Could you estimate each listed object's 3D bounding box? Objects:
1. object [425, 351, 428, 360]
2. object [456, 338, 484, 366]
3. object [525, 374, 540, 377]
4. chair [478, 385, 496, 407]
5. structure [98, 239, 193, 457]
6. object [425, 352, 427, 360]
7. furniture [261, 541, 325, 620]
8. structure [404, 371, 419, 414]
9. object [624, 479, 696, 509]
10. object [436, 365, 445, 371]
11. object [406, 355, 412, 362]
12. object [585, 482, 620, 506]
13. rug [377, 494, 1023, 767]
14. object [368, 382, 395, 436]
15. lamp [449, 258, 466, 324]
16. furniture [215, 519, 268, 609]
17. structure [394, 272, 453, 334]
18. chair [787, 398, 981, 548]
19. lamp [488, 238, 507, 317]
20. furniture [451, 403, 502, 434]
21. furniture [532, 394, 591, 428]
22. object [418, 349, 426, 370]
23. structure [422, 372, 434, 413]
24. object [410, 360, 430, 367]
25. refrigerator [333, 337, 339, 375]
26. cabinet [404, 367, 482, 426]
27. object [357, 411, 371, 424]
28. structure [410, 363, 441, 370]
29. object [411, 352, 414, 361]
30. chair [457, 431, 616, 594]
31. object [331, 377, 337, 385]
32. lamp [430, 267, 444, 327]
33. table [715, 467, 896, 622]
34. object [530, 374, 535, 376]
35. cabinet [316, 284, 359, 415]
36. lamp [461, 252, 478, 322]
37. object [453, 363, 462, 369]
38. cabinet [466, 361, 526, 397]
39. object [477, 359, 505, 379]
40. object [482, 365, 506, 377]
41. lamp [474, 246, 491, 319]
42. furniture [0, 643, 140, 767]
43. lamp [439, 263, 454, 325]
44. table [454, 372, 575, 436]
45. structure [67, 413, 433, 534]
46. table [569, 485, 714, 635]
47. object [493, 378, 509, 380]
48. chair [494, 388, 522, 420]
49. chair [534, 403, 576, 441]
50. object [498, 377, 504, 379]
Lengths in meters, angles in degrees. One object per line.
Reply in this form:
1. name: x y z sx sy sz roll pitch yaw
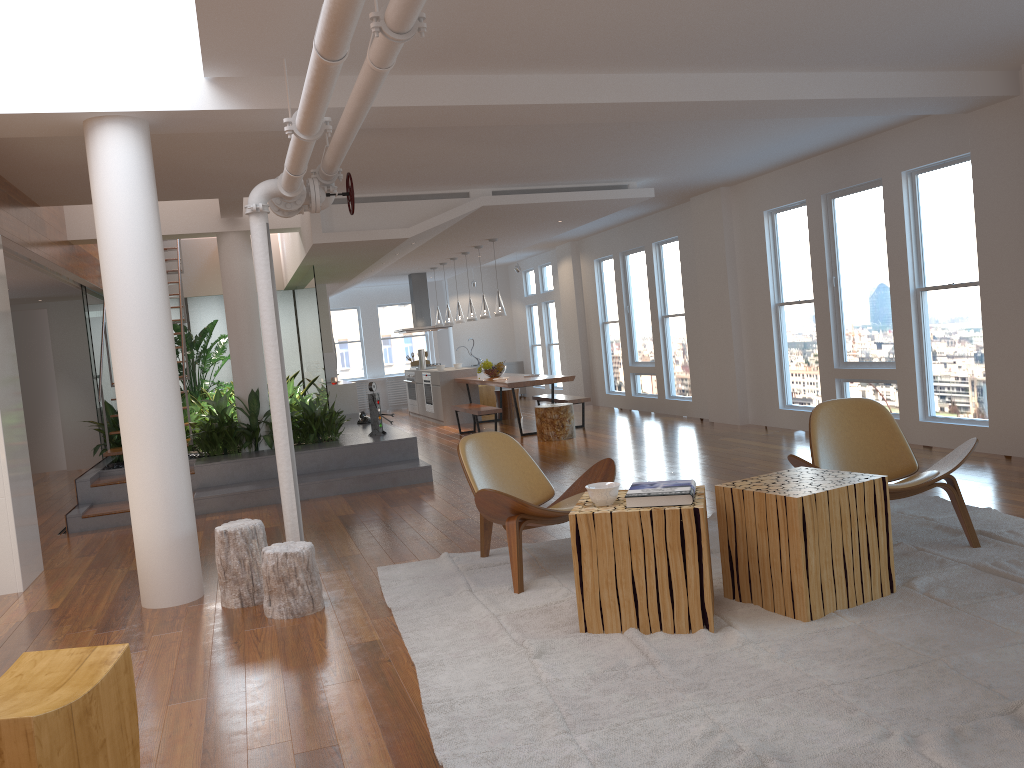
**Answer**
1. object: -1.564 -0.455 16.314 0.057 0.294 0.030 -7 3 -17
2. object: -0.832 -0.635 17.825 0.210 0.563 0.590 -2 4 44
3. object: 0.270 -0.109 11.853 0.222 0.020 0.222 -7 3 -25
4. chair: -0.514 0.241 15.938 0.344 0.430 0.549 -6 3 -13
5. structure: -3.640 -1.237 10.901 2.552 4.265 4.591 -7 3 -17
6. object: -1.594 -0.451 16.286 0.068 0.298 0.039 -7 3 -17
7. furniture: -1.114 0.982 4.489 0.292 0.333 0.294 -3 4 43
8. structure: -1.529 0.118 15.850 0.649 0.735 0.890 -7 3 -17
9. object: 0.643 0.470 3.809 0.279 0.048 0.334 -5 3 14
10. object: -1.125 -0.253 14.014 0.152 0.082 0.152 -4 3 22
11. object: -1.838 -0.408 16.228 0.199 0.259 0.016 -6 3 -7
12. object: 0.394 0.477 3.820 0.152 0.082 0.152 -3 4 34
13. rug: 1.273 0.921 3.902 3.525 0.057 3.478 -6 3 -13
14. object: -1.379 0.255 9.331 0.318 0.565 0.134 -4 3 19
15. lamp: -0.838 -1.453 13.475 0.160 1.060 0.160 -5 3 10
16. furniture: -1.432 0.956 4.761 0.298 0.418 0.290 -3 4 36
17. structure: -1.652 -1.632 15.751 0.909 1.405 0.900 -7 3 -17
18. chair: 1.964 0.478 4.637 0.856 0.752 0.867 -4 4 33
19. lamp: -0.198 -1.401 11.403 0.160 1.060 0.160 -5 3 10
20. furniture: -0.467 0.496 11.676 0.316 0.389 1.433 -7 3 -17
21. furniture: 0.667 0.366 12.023 0.316 0.389 1.433 -7 3 -17
22. object: -1.548 -0.424 15.363 0.120 0.356 0.172 -4 4 31
23. structure: -1.352 0.136 14.427 0.072 0.648 0.644 -7 3 -17
24. object: -1.682 -0.363 16.269 0.353 0.157 0.084 -7 3 -17
25. refrigerator: -3.436 -0.159 15.699 0.725 1.772 0.908 -7 3 -17
26. cabinet: -1.220 0.161 14.995 0.597 0.832 2.936 -7 3 -17
27. object: -1.850 0.412 10.986 0.181 0.155 0.216 -3 4 38
28. structure: -1.534 -0.310 15.850 0.520 0.073 0.650 -7 3 -17
29. object: -1.806 -0.429 16.240 0.055 0.299 0.027 -7 3 -17
30. chair: 0.183 0.640 4.842 0.856 0.752 0.867 -6 3 -12
31. object: -2.610 -0.046 13.016 0.094 0.106 0.094 -6 3 -11
32. lamp: -1.264 -1.488 14.856 0.160 1.060 0.160 -5 3 10
33. table: 1.293 0.692 3.927 0.548 0.534 0.489 -7 4 -28
34. object: 0.269 -0.115 11.853 0.079 0.030 0.070 -4 4 26
35. cabinet: -3.289 -0.349 14.962 0.676 2.280 4.565 -7 3 -17
36. lamp: -0.625 -1.436 12.784 0.160 1.060 0.160 -5 3 10
37. object: -0.852 -0.278 13.968 0.152 0.082 0.152 -3 4 34
38. cabinet: -0.417 -0.038 18.014 1.309 0.725 0.420 -7 3 -17
39. object: -0.285 -0.232 12.764 0.292 0.284 0.394 -3 4 37
40. object: -0.251 -0.172 12.761 0.360 0.159 0.360 -3 4 36
41. lamp: -0.411 -1.419 12.093 0.160 1.060 0.160 -5 3 10
42. furniture: -1.366 1.063 2.551 0.344 0.430 0.549 -5 3 2
43. lamp: -1.051 -1.471 14.165 0.160 1.060 0.160 -5 3 10
44. table: -0.484 0.221 13.762 0.893 0.704 5.996 -7 3 -17
45. structure: -3.041 0.829 10.445 3.088 0.386 5.584 -7 3 -17
46. table: 0.580 0.765 3.864 0.548 0.534 0.489 -5 3 13
47. object: -0.145 -0.064 11.776 0.222 0.020 0.222 -4 3 24
48. chair: -0.058 0.310 13.762 0.396 0.455 0.402 -7 4 -27
49. chair: 0.515 0.452 10.577 0.460 0.400 0.460 -6 3 -7
50. object: -0.146 -0.070 11.776 0.079 0.030 0.070 -3 4 36
